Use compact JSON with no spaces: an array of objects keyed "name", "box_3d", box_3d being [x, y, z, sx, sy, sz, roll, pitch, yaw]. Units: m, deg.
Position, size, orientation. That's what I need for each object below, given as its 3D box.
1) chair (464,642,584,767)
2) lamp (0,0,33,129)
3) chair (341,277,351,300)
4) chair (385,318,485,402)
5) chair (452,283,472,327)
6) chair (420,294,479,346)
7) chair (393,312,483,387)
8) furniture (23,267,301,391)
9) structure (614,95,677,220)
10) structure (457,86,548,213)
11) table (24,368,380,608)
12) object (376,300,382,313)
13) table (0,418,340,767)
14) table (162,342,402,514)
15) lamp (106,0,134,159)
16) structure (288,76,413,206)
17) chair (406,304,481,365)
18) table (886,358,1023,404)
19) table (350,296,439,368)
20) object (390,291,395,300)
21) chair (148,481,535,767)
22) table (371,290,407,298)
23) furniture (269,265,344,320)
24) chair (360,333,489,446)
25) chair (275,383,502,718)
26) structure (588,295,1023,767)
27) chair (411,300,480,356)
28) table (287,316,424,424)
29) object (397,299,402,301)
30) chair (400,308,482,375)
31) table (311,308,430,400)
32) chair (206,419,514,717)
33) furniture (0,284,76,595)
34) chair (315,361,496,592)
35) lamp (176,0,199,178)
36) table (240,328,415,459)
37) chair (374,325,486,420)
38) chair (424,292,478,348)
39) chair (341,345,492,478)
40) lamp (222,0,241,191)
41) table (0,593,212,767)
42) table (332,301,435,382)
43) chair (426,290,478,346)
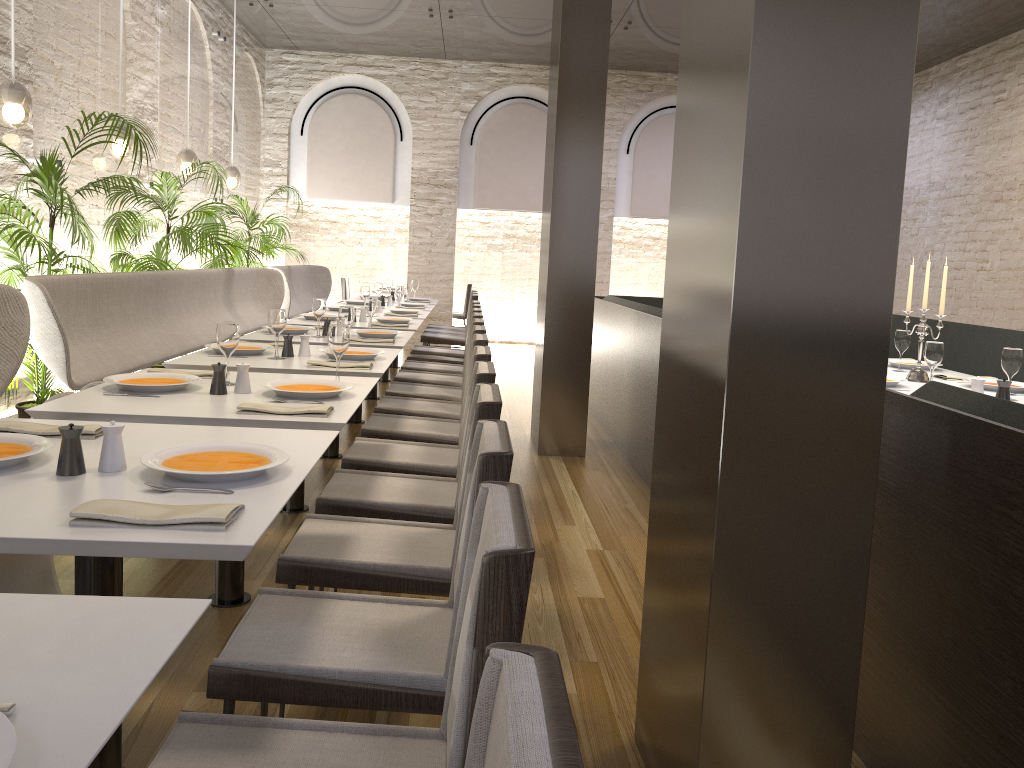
[{"name":"chair","box_3d":[-0.246,0.708,0.702,0.565,0.902,0.413,3,6,-3]},{"name":"lamp","box_3d":[-2.523,-2.331,4.480,0.178,2.032,0.178,5,6,18]},{"name":"chair","box_3d":[-2.182,-1.070,12.778,0.565,0.902,0.413,3,6,-3]},{"name":"chair","box_3d":[-0.463,0.057,5.302,0.565,0.902,0.413,3,6,-3]},{"name":"chair","box_3d":[-0.873,-1.014,12.845,0.565,0.902,0.413,3,6,-3]},{"name":"chair","box_3d":[-0.637,-0.466,8.997,0.565,0.902,0.413,3,6,-3]},{"name":"chair","box_3d":[-0.491,-0.026,5.890,0.565,0.902,0.413,3,6,-3]},{"name":"furniture","box_3d":[-1.878,-0.184,5.829,0.709,1.092,4.497,3,8,-3]},{"name":"structure","box_3d":[2.227,-3.080,12.076,1.633,1.668,0.098,3,6,-3]},{"name":"structure","box_3d":[0.112,-3.170,11.967,1.633,1.668,0.098,3,6,-3]},{"name":"table","box_3d":[-1.005,0.401,3.157,0.936,0.757,1.015,2,7,-3]},{"name":"object","box_3d":[-1.156,-0.674,7.681,0.059,0.109,0.059,7,7,32]},{"name":"table","box_3d":[-0.952,0.561,2.030,0.936,0.757,1.015,2,7,-3]},{"name":"table","box_3d":[-1.059,0.238,4.313,0.936,0.757,1.015,2,7,-3]},{"name":"lamp","box_3d":[-2.589,-2.528,5.874,0.177,2.032,0.178,1,6,-18]},{"name":"structure","box_3d":[-2.143,-3.267,11.850,1.633,1.668,0.098,3,6,-3]},{"name":"chair","box_3d":[-0.545,-0.190,7.041,0.565,0.902,0.413,3,6,-3]},{"name":"table","box_3d":[2.003,0.365,4.495,1.100,0.756,2.550,2,8,-3]},{"name":"table","box_3d":[-1.326,-0.564,9.974,0.936,0.757,1.015,2,7,-3]},{"name":"object","box_3d":[-1.329,-0.986,9.862,0.059,0.109,0.059,7,7,32]},{"name":"chair","box_3d":[-0.275,0.621,1.315,0.565,0.902,0.413,3,6,-3]},{"name":"table","box_3d":[-1.528,-0.971,12.824,0.936,0.757,1.015,2,7,-3]},{"name":"furniture","box_3d":[-2.050,-0.701,9.484,0.707,1.092,2.597,3,8,-3]},{"name":"chair","box_3d":[-0.410,0.215,4.184,0.565,0.902,0.413,3,6,-3]},{"name":"chair","box_3d":[-0.329,0.458,2.468,0.565,0.902,0.413,3,6,-3]},{"name":"structure","box_3d":[2.102,0.468,2.919,2.371,0.996,10.799,2,8,-3]},{"name":"chair","box_3d":[-0.571,-0.268,7.596,0.565,0.902,0.413,3,6,-3]},{"name":"table","box_3d":[-1.169,-0.091,6.632,0.936,0.757,1.015,2,7,-3]},{"name":"object","box_3d":[-1.261,-0.989,9.911,0.059,0.109,0.059,7,7,32]},{"name":"chair","box_3d":[-0.517,-0.106,6.455,0.565,0.902,0.413,3,6,-3]},{"name":"table","box_3d":[-1.221,-0.248,7.744,0.936,0.757,1.015,2,7,-3]},{"name":"chair","box_3d":[-0.301,0.542,1.877,0.565,0.902,0.413,3,6,-3]},{"name":"furniture","box_3d":[-1.661,0.469,1.217,0.709,1.092,4.497,3,8,-3]},{"name":"chair","box_3d":[-0.356,0.378,3.031,0.565,0.902,0.413,3,6,-3]},{"name":"lamp","box_3d":[-2.656,-2.728,7.282,0.177,2.032,0.178,0,6,-24]},{"name":"table","box_3d":[-1.114,0.074,5.468,0.936,0.757,1.015,2,7,-3]},{"name":"chair","box_3d":[-0.436,0.136,4.741,0.565,0.902,0.413,3,6,-3]},{"name":"chair","box_3d":[-0.663,-0.545,9.554,0.565,0.902,0.413,3,6,-3]},{"name":"chair","box_3d":[-0.382,0.299,3.593,0.565,0.902,0.413,3,6,-3]},{"name":"lamp","box_3d":[-2.721,-2.923,8.661,0.177,2.032,0.178,0,6,-24]},{"name":"table","box_3d":[-0.893,0.737,0.787,0.936,0.757,1.015,2,7,-3]},{"name":"table","box_3d":[-1.273,-0.404,8.840,0.936,0.757,1.015,2,7,-3]},{"name":"chair","box_3d":[-0.691,-0.627,10.128,0.565,0.902,0.413,3,6,-3]}]
